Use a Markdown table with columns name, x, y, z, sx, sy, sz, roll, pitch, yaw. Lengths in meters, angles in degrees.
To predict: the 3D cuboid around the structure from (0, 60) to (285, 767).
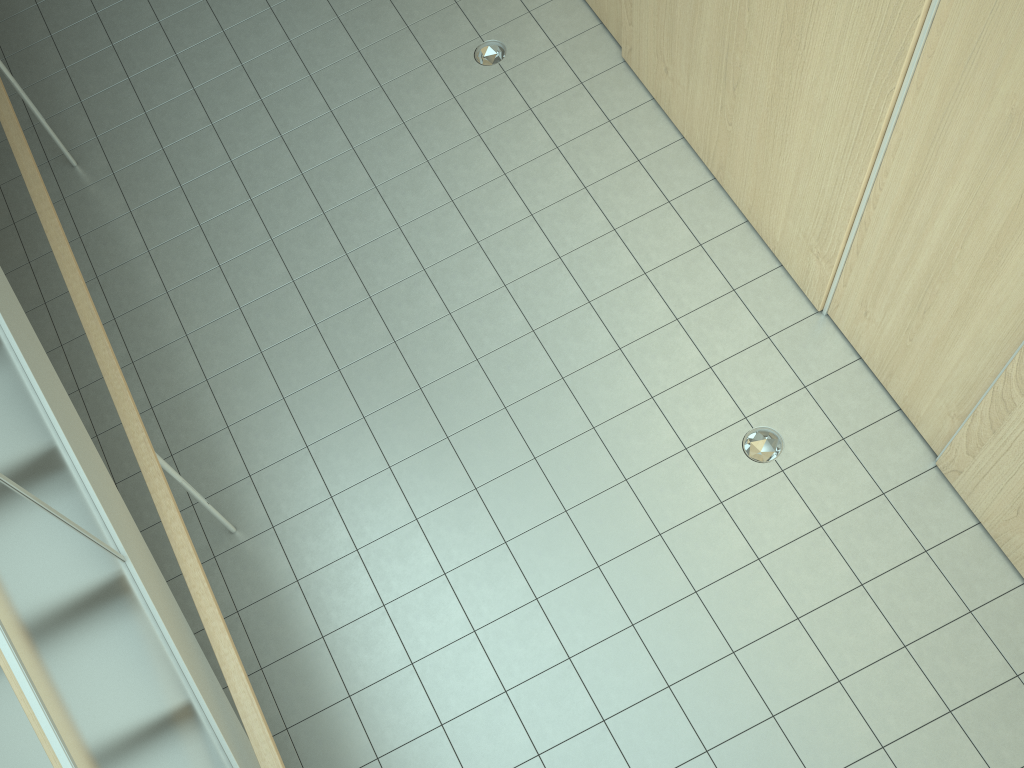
| name | x | y | z | sx | sy | sz | roll | pitch | yaw |
| --- | --- | --- | --- | --- | --- | --- | --- | --- | --- |
| structure | -3.435 | -1.624 | 3.128 | 1.866 | 4.700 | 11.562 | -28 | 69 | -8 |
